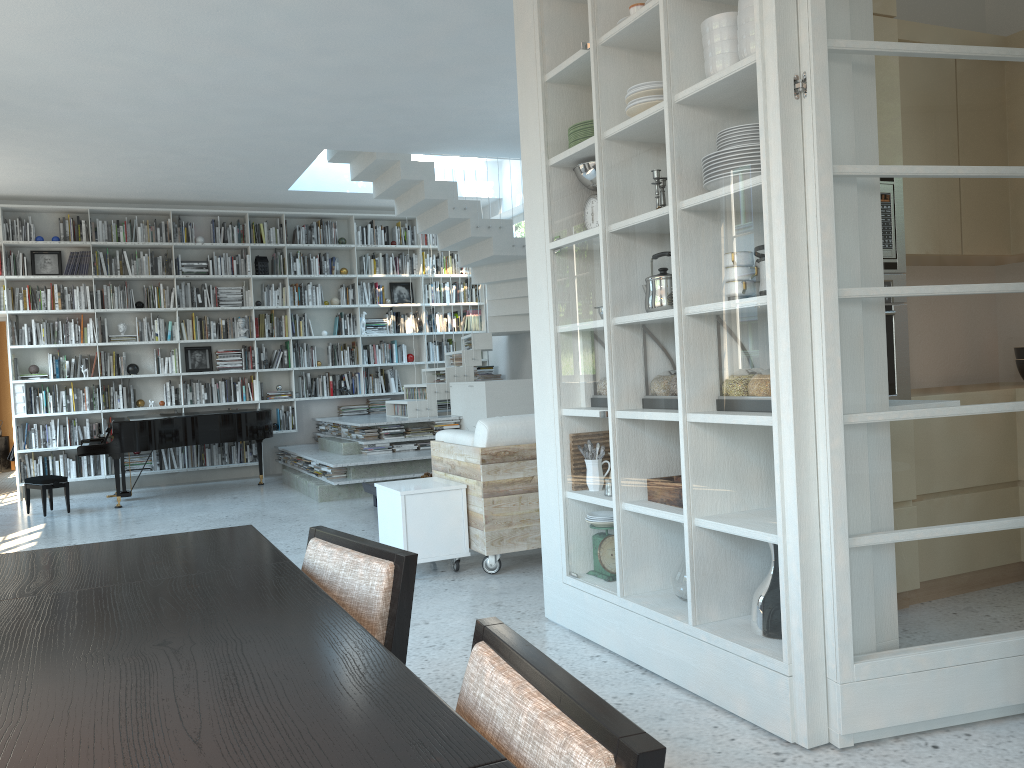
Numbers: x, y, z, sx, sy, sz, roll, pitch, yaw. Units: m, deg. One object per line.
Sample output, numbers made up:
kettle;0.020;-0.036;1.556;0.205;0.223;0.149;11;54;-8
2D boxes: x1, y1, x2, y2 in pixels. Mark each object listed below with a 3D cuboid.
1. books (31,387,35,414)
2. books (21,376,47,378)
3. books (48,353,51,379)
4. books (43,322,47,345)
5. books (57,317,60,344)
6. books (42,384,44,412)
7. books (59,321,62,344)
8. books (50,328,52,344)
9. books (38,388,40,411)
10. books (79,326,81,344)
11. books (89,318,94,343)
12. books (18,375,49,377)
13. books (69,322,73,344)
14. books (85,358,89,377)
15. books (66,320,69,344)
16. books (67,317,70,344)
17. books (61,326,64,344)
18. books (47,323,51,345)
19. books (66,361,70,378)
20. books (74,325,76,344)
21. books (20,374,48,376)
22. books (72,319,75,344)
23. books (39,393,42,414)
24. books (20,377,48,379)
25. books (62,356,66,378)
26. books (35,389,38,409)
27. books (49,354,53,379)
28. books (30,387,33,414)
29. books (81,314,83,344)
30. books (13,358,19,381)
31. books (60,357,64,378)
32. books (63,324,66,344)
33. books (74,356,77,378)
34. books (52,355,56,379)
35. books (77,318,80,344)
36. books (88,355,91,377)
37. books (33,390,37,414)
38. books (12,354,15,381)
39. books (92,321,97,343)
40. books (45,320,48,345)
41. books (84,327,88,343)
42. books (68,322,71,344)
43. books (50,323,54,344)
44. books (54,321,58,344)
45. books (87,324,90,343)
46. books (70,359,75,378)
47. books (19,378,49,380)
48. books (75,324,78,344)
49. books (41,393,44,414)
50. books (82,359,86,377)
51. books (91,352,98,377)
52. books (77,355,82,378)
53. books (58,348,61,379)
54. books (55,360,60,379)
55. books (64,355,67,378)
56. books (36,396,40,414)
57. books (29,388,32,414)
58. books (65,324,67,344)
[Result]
books;-5.182;0.177;9.604;0.014;0.294;0.171;-4;2;-25
books;-5.177;-0.073;9.608;0.254;0.012;0.161;-3;1;-28
books;-5.039;-0.194;9.666;0.012;0.285;0.159;-4;2;-25
books;-5.070;-0.541;9.639;0.021;0.247;0.189;-4;1;-25
books;-4.955;-0.574;9.701;0.013;0.300;0.151;-4;2;-25
books;-5.094;0.161;9.640;0.006;0.315;0.145;-4;2;-25
books;-4.943;-0.554;9.718;0.021;0.256;0.156;-4;2;-25
books;-5.034;-0.522;9.685;0.010;0.204;0.139;-4;2;-25
books;-5.126;0.181;9.623;0.008;0.280;0.164;-4;2;-24
books;-4.768;-0.537;9.790;0.013;0.203;0.161;-4;1;-25
books;-4.669;-0.585;9.845;0.027;0.286;0.148;-4;2;-25
books;-5.176;-0.086;9.605;0.285;0.012;0.159;-3;1;-21
books;-4.853;-0.552;9.774;0.028;0.242;0.131;-4;2;-25
books;-4.704;-0.176;9.819;0.027;0.209;0.143;-4;2;-25
books;-4.883;-0.565;9.738;0.012;0.272;0.145;-4;2;-25
books;-4.880;-0.581;9.756;0.011;0.304;0.130;-4;2;-25
books;-4.923;-0.529;9.728;0.021;0.205;0.130;-4;2;-25
books;-5.040;-0.538;9.654;0.024;0.237;0.167;-4;2;-25
books;-4.865;-0.156;9.722;0.029;0.190;0.189;-4;1;-25
books;-4.815;-0.542;9.775;0.012;0.217;0.160;-4;1;-25
books;-5.180;-0.098;9.611;0.254;0.012;0.161;-3;1;-24
books;-4.822;-0.570;9.756;0.015;0.275;0.157;-4;2;-25
books;-5.116;0.211;9.634;0.015;0.218;0.176;-4;1;-25
books;-5.178;-0.061;9.612;0.254;0.012;0.161;-3;1;-24
books;-4.913;-0.183;9.735;0.022;0.249;0.129;-4;2;-25
books;-5.147;0.190;9.608;0.007;0.264;0.176;-4;2;-25
books;-5.022;-0.189;9.672;0.024;0.273;0.150;-4;2;-25
books;-5.199;0.180;9.605;0.016;0.290;0.152;-4;2;-25
books;-4.750;-0.600;9.799;0.035;0.326;0.170;-4;2;-25
books;-5.329;-0.155;9.535;0.028;0.243;0.156;-4;2;-25
books;-4.939;-0.173;9.730;0.030;0.231;0.148;-4;2;-25
books;-4.902;-0.542;9.722;0.013;0.229;0.177;-4;1;-25
books;-4.810;-0.186;9.784;0.013;0.242;0.141;-4;2;-25
books;-5.000;-0.181;9.691;0.031;0.255;0.143;-4;2;-25
books;-4.789;-0.581;9.796;0.015;0.293;0.144;-4;2;-25
books;-4.684;-0.198;9.831;0.021;0.251;0.154;-4;2;-25
books;-5.168;0.194;9.620;0.022;0.257;0.141;-4;2;-25
books;-5.353;-0.175;9.535;0.012;0.285;0.159;-4;2;-25
books;-4.639;-0.572;9.859;0.036;0.257;0.123;-4;2;-25
books;-5.063;-0.553;9.661;0.011;0.271;0.157;-4;2;-25
books;-4.718;-0.530;9.817;0.030;0.183;0.152;-4;1;-25
books;-4.867;-0.556;9.757;0.011;0.252;0.139;-4;2;-25
books;-5.013;-0.542;9.675;0.023;0.242;0.184;-4;1;-25
books;-4.989;-0.551;9.705;0.047;0.256;0.141;-4;2;-25
books;-4.691;-0.552;9.829;0.031;0.223;0.144;-4;2;-25
books;-4.841;-0.170;9.770;0.056;0.214;0.142;-4;2;-25
books;-5.175;-0.049;9.609;0.285;0.012;0.159;-3;1;-22
books;-4.802;-0.544;9.786;0.021;0.221;0.148;-4;2;-25
books;-5.098;0.211;9.629;0.015;0.217;0.180;-4;1;-25
books;-4.726;-0.174;9.798;0.030;0.207;0.172;-4;1;-25
books;-4.622;-0.214;9.816;0.082;0.276;0.228;-4;1;-25
books;-4.771;-0.195;9.785;0.060;0.255;0.158;-4;2;-25
books;-4.958;-0.224;9.714;0.011;0.336;0.153;-4;2;-25
books;-4.959;-0.160;9.677;0.029;0.208;0.189;-4;1;-25
books;-4.890;-0.185;9.725;0.011;0.250;0.172;-4;2;-25
books;-5.127;0.226;9.600;0.019;0.189;0.193;-4;1;-25
books;-5.211;0.183;9.601;0.008;0.285;0.159;-4;2;-25
books;-4.895;-0.542;9.738;0.013;0.228;0.151;-4;2;-25
